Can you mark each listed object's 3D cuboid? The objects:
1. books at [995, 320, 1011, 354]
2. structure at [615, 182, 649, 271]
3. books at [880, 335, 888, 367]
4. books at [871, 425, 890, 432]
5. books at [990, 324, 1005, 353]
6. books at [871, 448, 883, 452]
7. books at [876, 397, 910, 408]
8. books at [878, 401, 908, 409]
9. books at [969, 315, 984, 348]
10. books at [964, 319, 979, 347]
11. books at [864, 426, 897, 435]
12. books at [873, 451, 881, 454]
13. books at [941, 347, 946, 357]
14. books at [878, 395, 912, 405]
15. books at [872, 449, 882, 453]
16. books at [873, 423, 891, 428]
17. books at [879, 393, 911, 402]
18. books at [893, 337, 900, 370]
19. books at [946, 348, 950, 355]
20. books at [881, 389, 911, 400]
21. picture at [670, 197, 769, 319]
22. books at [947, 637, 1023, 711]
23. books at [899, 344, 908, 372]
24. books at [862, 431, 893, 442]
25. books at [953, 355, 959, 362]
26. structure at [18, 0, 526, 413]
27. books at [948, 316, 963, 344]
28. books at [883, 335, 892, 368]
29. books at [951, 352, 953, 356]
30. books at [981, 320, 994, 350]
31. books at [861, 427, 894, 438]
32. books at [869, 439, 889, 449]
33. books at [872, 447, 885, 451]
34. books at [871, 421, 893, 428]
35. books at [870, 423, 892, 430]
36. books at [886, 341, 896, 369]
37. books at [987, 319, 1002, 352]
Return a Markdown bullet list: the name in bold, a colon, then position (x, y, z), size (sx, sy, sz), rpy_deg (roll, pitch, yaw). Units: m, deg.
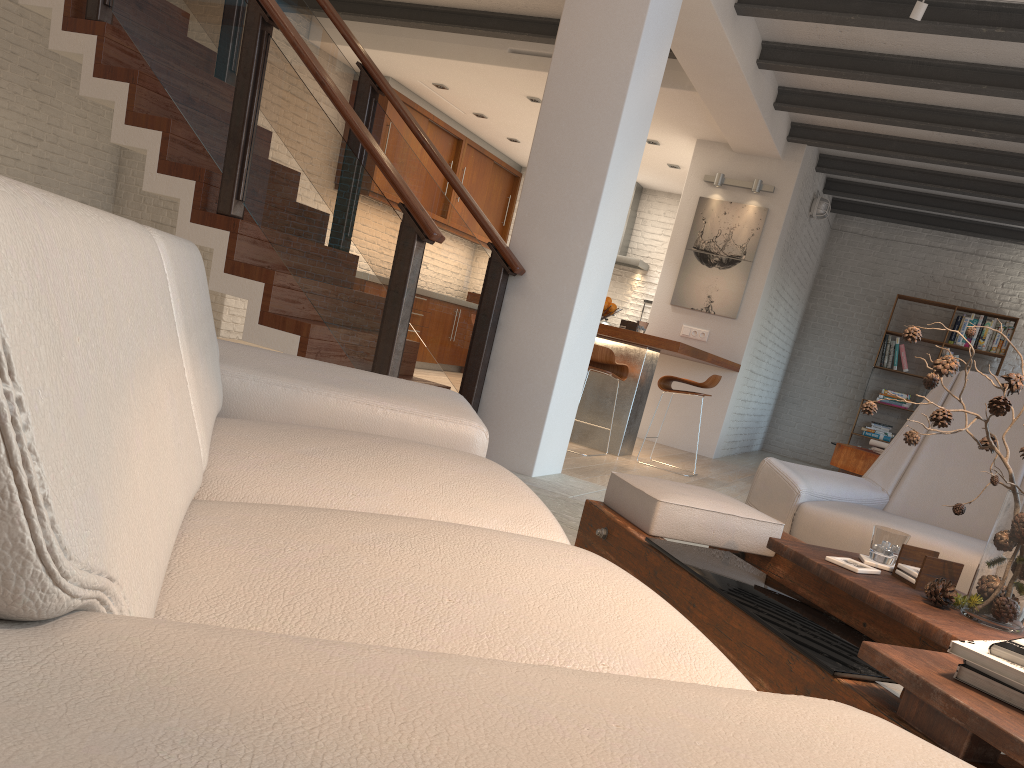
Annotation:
- **books**: position (5.645, -0.527, 10.046), size (0.036, 0.395, 0.241), rpy_deg (19, 12, 23)
- **structure**: position (1.333, -2.053, 11.030), size (0.967, 1.023, 0.451), rpy_deg (17, 12, 21)
- **books**: position (4.507, -0.392, 10.557), size (0.089, 0.396, 0.241), rpy_deg (19, 12, 23)
- **books**: position (4.520, 0.546, 10.694), size (0.202, 0.035, 0.131), rpy_deg (15, 4, 22)
- **books**: position (5.594, -0.511, 10.064), size (0.054, 0.339, 0.252), rpy_deg (19, 11, 23)
- **books**: position (3.389, 0.622, 7.752), size (0.254, 0.011, 0.308), rpy_deg (13, 4, -8)
- **books**: position (4.614, 0.227, 10.583), size (0.374, 0.037, 0.241), rpy_deg (15, 4, 17)
- **books**: position (4.619, 0.258, 10.592), size (0.349, 0.021, 0.270), rpy_deg (15, 4, 22)
- **books**: position (5.391, -0.595, 10.135), size (0.036, 0.395, 0.241), rpy_deg (19, 12, 23)
- **books**: position (5.351, -0.579, 10.177), size (0.054, 0.339, 0.252), rpy_deg (19, 11, 23)
- **books**: position (4.506, 0.571, 10.678), size (0.375, 0.019, 0.241), rpy_deg (15, 4, 14)
- **books**: position (3.392, 0.645, 7.756), size (0.252, 0.011, 0.310), rpy_deg (14, 4, 2)
- **books**: position (5.097, -0.229, 10.338), size (0.099, 0.395, 0.241), rpy_deg (19, 12, 23)
- **books**: position (4.630, 0.194, 10.564), size (0.375, 0.037, 0.241), rpy_deg (15, 4, 15)
- **books**: position (3.399, 0.635, 7.768), size (0.254, 0.011, 0.308), rpy_deg (13, 4, -8)
- **books**: position (4.530, 0.507, 10.684), size (0.238, 0.008, 0.155), rpy_deg (15, 4, 22)
- **books**: position (4.643, 0.166, 10.576), size (0.349, 0.021, 0.269), rpy_deg (15, 4, 20)
- **books**: position (4.633, -0.356, 10.503), size (0.119, 0.393, 0.241), rpy_deg (19, 12, 23)
- **books**: position (5.121, -0.220, 10.304), size (0.101, 0.395, 0.241), rpy_deg (19, 12, 23)
- **books**: position (4.658, 0.130, 10.562), size (0.320, 0.057, 0.253), rpy_deg (16, 4, 24)
- **picture**: position (1.936, -1.185, 8.191), size (0.643, 1.047, 0.020), rpy_deg (17, 14, 20)
- **books**: position (0.898, 0.469, 1.360), size (0.405, 0.076, 0.240), rpy_deg (11, 5, -35)
- **books**: position (4.717, -0.303, 10.499), size (0.191, 0.328, 0.252), rpy_deg (18, 11, 22)
- **books**: position (4.494, 0.644, 10.695), size (0.318, 0.057, 0.255), rpy_deg (16, 5, 32)
- **books**: position (5.226, -0.165, 10.271), size (0.155, 0.339, 0.252), rpy_deg (18, 11, 23)
- **structure**: position (0.147, -1.699, 5.063), size (9.963, 4.261, 13.752), rpy_deg (16, 5, 23)
- **books**: position (5.200, -0.621, 10.237), size (0.054, 0.339, 0.252), rpy_deg (19, 11, 23)
- **books**: position (4.544, -0.384, 10.551), size (0.089, 0.396, 0.241), rpy_deg (19, 12, 23)
- **books**: position (5.191, -0.185, 10.299), size (0.122, 0.359, 0.269), rpy_deg (19, 11, 23)
- **books**: position (5.500, -0.552, 10.105), size (0.020, 0.370, 0.269), rpy_deg (19, 11, 24)
- **books**: position (4.490, 0.594, 10.699), size (0.373, 0.037, 0.242), rpy_deg (15, 4, 22)
- **books**: position (3.411, 0.599, 7.815), size (0.276, 0.112, 0.310), rpy_deg (10, 6, -35)
- **books**: position (3.387, 0.611, 7.742), size (0.253, 0.011, 0.309), rpy_deg (14, 4, -3)
- **books**: position (4.530, 0.494, 10.668), size (0.247, 0.017, 0.161), rpy_deg (15, 4, 22)
- **books**: position (4.524, 0.519, 10.696), size (0.233, 0.019, 0.168), rpy_deg (15, 4, 15)
- **books**: position (4.591, -0.345, 10.556), size (0.100, 0.344, 0.252), rpy_deg (19, 11, 23)
- **books**: position (5.562, -0.549, 10.079), size (0.036, 0.395, 0.241), rpy_deg (19, 12, 23)
